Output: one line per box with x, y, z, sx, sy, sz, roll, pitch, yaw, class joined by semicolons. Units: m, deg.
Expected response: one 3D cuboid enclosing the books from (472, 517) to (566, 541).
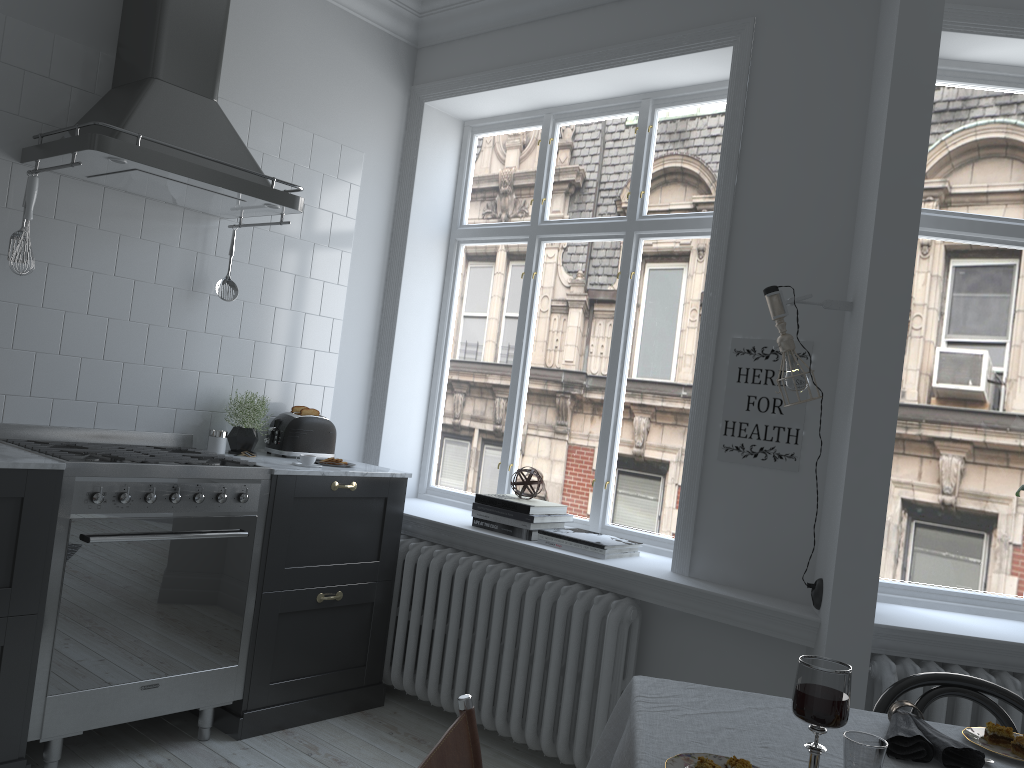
0.039;0.634;3.910;0.351;0.044;0.259;6;-2;42;books

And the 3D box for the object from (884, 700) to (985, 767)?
0.744;0.657;1.691;0.165;0.061;0.247;7;-1;-10;object

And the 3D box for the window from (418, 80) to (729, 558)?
0.289;-0.332;4.209;1.716;2.080;0.061;6;-2;40;window

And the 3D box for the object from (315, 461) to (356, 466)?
-0.781;0.342;3.829;0.209;0.008;0.018;7;-1;-15;object

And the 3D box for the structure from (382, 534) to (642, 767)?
-0.187;1.110;3.789;1.673;0.753;0.245;6;-2;40;structure

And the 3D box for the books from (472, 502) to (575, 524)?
0.049;0.566;3.914;0.351;0.031;0.287;6;-2;40;books

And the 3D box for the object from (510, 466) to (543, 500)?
0.066;0.442;3.956;0.147;0.148;0.147;6;-2;31;object

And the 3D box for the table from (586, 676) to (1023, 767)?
1.134;1.144;1.268;2.179;0.842;1.210;7;-1;7;table

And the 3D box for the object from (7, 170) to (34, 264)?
-1.732;-0.596;3.150;0.066;0.332;0.024;8;-2;-45;object

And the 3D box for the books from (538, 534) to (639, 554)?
0.314;0.656;3.670;0.337;0.019;0.254;6;-2;39;books

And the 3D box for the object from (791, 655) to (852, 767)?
0.471;0.537;1.368;0.083;0.215;0.083;8;-2;-45;object

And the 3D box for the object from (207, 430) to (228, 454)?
-1.250;0.246;3.762;0.072;0.095;0.072;7;-1;-4;object

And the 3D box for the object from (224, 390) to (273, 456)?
-1.146;0.166;3.851;0.210;0.283;0.220;8;-2;-37;object

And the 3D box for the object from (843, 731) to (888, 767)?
0.554;0.607;1.402;0.066;0.094;0.066;6;-2;29;object

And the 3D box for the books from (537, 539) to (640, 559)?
0.315;0.675;3.665;0.343;0.019;0.254;6;-2;40;books

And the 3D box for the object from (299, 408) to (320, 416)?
-0.926;0.165;4.047;0.010;0.110;0.107;6;-2;45;object

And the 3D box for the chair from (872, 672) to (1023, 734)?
0.938;1.101;1.738;0.463;0.909;0.564;7;-1;4;chair

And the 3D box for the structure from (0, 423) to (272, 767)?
-1.444;0.746;3.278;0.651;1.096;0.779;6;-2;40;structure

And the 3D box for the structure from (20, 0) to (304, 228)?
-1.229;-1.223;3.349;0.567;1.079;0.843;6;-2;40;structure

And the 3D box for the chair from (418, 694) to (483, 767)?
0.091;1.024;1.393;0.593;0.837;0.546;7;-1;12;chair

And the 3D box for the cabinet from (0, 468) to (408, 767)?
-1.985;0.706;2.644;0.646;1.012;3.897;6;-2;40;cabinet

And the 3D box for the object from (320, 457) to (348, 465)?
-0.781;0.337;3.884;0.119;0.031;0.074;7;-1;-17;object

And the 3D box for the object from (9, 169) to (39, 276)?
-1.709;-0.569;3.129;0.076;0.381;0.074;7;-1;21;object

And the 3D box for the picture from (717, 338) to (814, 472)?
0.906;0.067;3.188;0.311;0.457;0.003;6;-2;40;picture

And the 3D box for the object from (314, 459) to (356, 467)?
-0.787;0.348;3.881;0.209;0.011;0.209;7;-1;-12;object

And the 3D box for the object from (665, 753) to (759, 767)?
0.331;0.621;1.386;0.182;0.013;0.182;6;-2;40;object

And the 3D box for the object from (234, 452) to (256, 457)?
-1.140;0.298;3.758;0.062;0.018;0.091;6;-2;38;object

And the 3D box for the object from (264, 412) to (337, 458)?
-0.970;0.231;4.067;0.326;0.207;0.219;8;-2;-45;object

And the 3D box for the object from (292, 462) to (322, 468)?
-0.851;0.337;3.686;0.126;0.008;0.126;8;-1;-23;object

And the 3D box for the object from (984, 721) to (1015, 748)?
0.967;0.695;1.759;0.051;0.039;0.036;7;-1;18;object

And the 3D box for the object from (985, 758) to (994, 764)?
0.865;0.694;1.676;0.031;0.012;0.131;7;-1;-7;object

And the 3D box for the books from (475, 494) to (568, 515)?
0.041;0.531;3.919;0.325;0.038;0.259;6;-2;42;books

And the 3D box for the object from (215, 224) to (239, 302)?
-1.197;-0.515;3.771;0.101;0.331;0.030;8;-2;-39;object

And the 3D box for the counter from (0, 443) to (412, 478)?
-1.931;0.193;2.662;0.624;0.020;3.902;6;-2;40;counter

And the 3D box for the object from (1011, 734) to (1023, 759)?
0.990;0.695;1.695;0.038;0.041;0.057;7;-1;-8;object

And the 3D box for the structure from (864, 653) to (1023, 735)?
1.944;1.352;2.849;1.710;0.753;0.245;7;-1;3;structure

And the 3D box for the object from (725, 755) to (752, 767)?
0.359;0.611;1.396;0.036;0.039;0.051;7;-1;-10;object

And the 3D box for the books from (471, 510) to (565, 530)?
0.029;0.595;3.911;0.328;0.031;0.259;6;-2;38;books

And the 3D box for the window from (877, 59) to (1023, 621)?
2.409;-0.091;3.270;2.079;2.080;0.061;7;-1;3;window

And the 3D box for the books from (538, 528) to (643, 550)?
0.324;0.640;3.676;0.341;0.016;0.274;6;-2;42;books

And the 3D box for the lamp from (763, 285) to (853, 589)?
0.926;0.175;2.899;0.312;0.977;0.131;7;-1;15;lamp

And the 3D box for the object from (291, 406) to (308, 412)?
-0.980;0.155;4.103;0.010;0.110;0.107;6;-2;45;object

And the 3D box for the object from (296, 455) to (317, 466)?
-0.850;0.318;3.685;0.070;0.040;0.072;6;-2;32;object

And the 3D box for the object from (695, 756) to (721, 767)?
0.308;0.603;1.371;0.038;0.041;0.057;7;-1;-16;object

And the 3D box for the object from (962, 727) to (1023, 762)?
0.978;0.709;1.726;0.182;0.013;0.182;6;-2;40;object
